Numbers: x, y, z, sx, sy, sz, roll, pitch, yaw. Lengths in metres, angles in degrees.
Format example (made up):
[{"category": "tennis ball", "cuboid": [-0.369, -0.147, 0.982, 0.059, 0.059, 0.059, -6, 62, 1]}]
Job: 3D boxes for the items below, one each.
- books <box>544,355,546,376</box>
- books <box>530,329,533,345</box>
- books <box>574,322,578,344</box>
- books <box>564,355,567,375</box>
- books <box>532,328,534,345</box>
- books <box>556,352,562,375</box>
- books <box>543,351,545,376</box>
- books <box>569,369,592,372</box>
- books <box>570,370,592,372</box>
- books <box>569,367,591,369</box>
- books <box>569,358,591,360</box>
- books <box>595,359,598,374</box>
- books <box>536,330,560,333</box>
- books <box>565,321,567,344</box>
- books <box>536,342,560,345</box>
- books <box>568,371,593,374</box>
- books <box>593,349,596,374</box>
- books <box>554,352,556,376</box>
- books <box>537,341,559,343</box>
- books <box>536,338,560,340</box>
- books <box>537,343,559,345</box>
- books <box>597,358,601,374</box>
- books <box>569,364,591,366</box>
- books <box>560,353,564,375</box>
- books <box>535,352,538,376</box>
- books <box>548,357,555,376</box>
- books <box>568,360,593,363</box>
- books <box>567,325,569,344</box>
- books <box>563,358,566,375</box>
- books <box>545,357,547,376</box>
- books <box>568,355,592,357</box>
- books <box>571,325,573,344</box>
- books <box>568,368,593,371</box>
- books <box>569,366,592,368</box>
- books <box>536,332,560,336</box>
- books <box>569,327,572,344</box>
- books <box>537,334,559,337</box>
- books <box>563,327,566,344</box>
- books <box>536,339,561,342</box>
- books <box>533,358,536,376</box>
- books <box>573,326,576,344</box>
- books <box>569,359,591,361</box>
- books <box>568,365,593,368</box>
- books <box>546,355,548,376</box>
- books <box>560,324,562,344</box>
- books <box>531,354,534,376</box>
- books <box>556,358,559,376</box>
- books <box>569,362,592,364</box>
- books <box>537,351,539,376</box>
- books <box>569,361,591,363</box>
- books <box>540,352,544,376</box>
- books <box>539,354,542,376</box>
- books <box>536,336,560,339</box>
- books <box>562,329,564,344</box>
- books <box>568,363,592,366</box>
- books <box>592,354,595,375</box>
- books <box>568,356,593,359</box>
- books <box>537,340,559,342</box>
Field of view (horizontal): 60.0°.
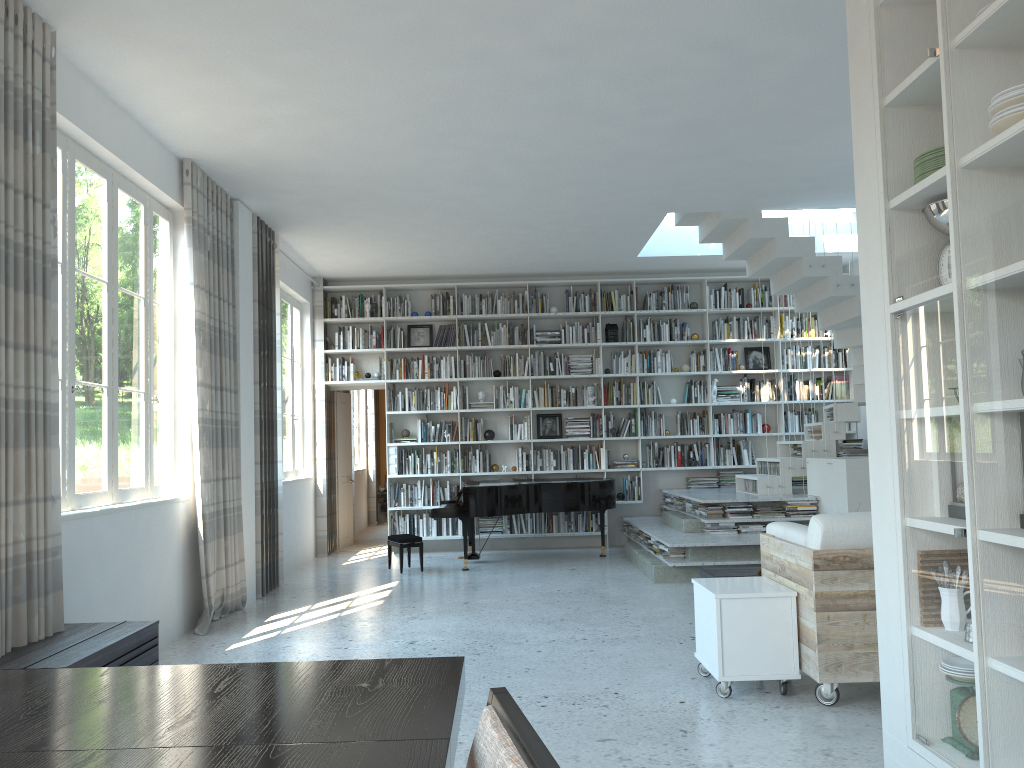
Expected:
[{"category": "books", "cuboid": [0.387, -0.206, 10.519, 0.011, 0.251, 0.153, -2, -4, -1]}, {"category": "books", "cuboid": [0.229, -0.543, 10.525, 0.027, 0.201, 0.167, -2, -4, -1]}, {"category": "books", "cuboid": [0.760, -0.591, 10.561, 0.029, 0.273, 0.140, -2, -4, -1]}, {"category": "books", "cuboid": [0.637, -0.209, 10.516, 0.015, 0.244, 0.183, -2, -4, -1]}, {"category": "books", "cuboid": [0.248, -0.551, 10.539, 0.013, 0.218, 0.141, -2, -4, -1]}, {"category": "books", "cuboid": [0.560, -0.230, 10.523, 0.049, 0.291, 0.162, -2, -4, -1]}, {"category": "books", "cuboid": [0.376, -0.230, 10.518, 0.011, 0.300, 0.179, -2, -4, -1]}, {"category": "books", "cuboid": [0.809, -0.158, 10.527, 0.254, 0.012, 0.161, -1, -4, -2]}, {"category": "books", "cuboid": [0.810, -0.146, 10.528, 0.254, 0.012, 0.161, -2, -4, -1]}, {"category": "books", "cuboid": [0.809, -0.182, 10.526, 0.254, 0.012, 0.161, -2, -4, 1]}, {"category": "books", "cuboid": [0.805, -0.293, 10.532, 0.254, 0.012, 0.161, -2, -4, 1]}, {"category": "books", "cuboid": [0.998, -0.195, 10.528, 0.029, 0.198, 0.172, -2, -4, -1]}, {"category": "books", "cuboid": [0.425, -0.616, 10.552, 0.285, 0.024, 0.159, -2, -4, -1]}, {"category": "books", "cuboid": [0.642, -0.596, 10.524, 0.011, 0.284, 0.190, -2, -4, -1]}, {"category": "books", "cuboid": [0.428, -0.477, 10.536, 0.285, 0.012, 0.159, -2, -4, 2]}, {"category": "books", "cuboid": [0.810, -0.134, 10.526, 0.285, 0.012, 0.159, -2, -4, 0]}, {"category": "books", "cuboid": [0.975, -0.254, 10.534, 0.012, 0.318, 0.140, -2, -3, -1]}, {"category": "books", "cuboid": [0.509, -0.225, 10.526, 0.022, 0.285, 0.131, -2, -3, -1]}, {"category": "books", "cuboid": [0.427, -0.490, 10.533, 0.254, 0.012, 0.161, -2, -4, 4]}, {"category": "books", "cuboid": [0.426, -0.526, 10.542, 0.285, 0.012, 0.159, -1, -4, -3]}, {"category": "books", "cuboid": [0.428, -0.465, 10.534, 0.254, 0.012, 0.161, -2, -4, 3]}, {"category": "books", "cuboid": [1.027, -0.199, 10.534, 0.030, 0.205, 0.158, -2, -4, -1]}, {"category": "books", "cuboid": [0.807, -0.218, 10.530, 0.254, 0.012, 0.161, -2, -4, 0]}, {"category": "books", "cuboid": [0.595, -0.221, 10.509, 0.021, 0.269, 0.191, -2, -4, -1]}, {"category": "books", "cuboid": [0.290, -0.226, 10.514, 0.026, 0.297, 0.179, -2, -4, -1]}, {"category": "books", "cuboid": [0.466, -0.201, 10.511, 0.066, 0.236, 0.154, -2, -4, -1]}, {"category": "books", "cuboid": [0.806, -0.267, 10.533, 0.285, 0.012, 0.159, -1, -4, -2]}, {"category": "books", "cuboid": [0.658, -0.572, 10.539, 0.021, 0.237, 0.171, -2, -4, -1]}, {"category": "books", "cuboid": [0.618, -0.194, 10.523, 0.024, 0.216, 0.132, -2, -4, -1]}, {"category": "books", "cuboid": [0.400, -0.197, 10.519, 0.014, 0.233, 0.147, -2, -4, -1]}, {"category": "books", "cuboid": [0.804, -0.329, 10.535, 0.285, 0.012, 0.159, -2, -4, 1]}, {"category": "books", "cuboid": [0.712, -0.576, 10.549, 0.012, 0.244, 0.131, -2, -4, -1]}, {"category": "books", "cuboid": [0.809, -0.171, 10.523, 0.285, 0.012, 0.159, -1, -4, -4]}, {"category": "books", "cuboid": [0.808, -0.195, 10.527, 0.254, 0.012, 0.161, -1, -4, -3]}, {"category": "books", "cuboid": [0.426, -0.592, 10.546, 0.285, 0.024, 0.159, -2, -4, 1]}, {"category": "books", "cuboid": [0.693, -0.563, 10.536, 0.027, 0.216, 0.190, -2, -4, -1]}, {"category": "books", "cuboid": [0.427, -0.568, 10.540, 0.254, 0.025, 0.161, -1, -4, -5]}, {"category": "books", "cuboid": [0.624, -0.562, 10.563, 0.024, 0.223, 0.128, -2, -4, -1]}, {"category": "books", "cuboid": [0.427, -0.514, 10.539, 0.285, 0.012, 0.159, -1, -4, -4]}, {"category": "books", "cuboid": [0.264, -0.190, 10.529, 0.027, 0.228, 0.147, -2, -4, -1]}, {"category": "books", "cuboid": [0.732, -0.565, 10.539, 0.028, 0.219, 0.183, -2, -4, -1]}, {"category": "books", "cuboid": [0.806, -0.279, 10.525, 0.254, 0.012, 0.161, -2, -4, 4]}, {"category": "books", "cuboid": [0.808, -0.206, 10.530, 0.285, 0.012, 0.159, -2, -4, 0]}, {"category": "books", "cuboid": [0.413, -0.206, 10.516, 0.014, 0.250, 0.173, -2, -4, -1]}, {"category": "books", "cuboid": [0.581, -0.578, 10.538, 0.012, 0.254, 0.161, -2, -4, -1]}, {"category": "books", "cuboid": [0.237, -0.210, 10.514, 0.026, 0.267, 0.171, -2, -4, -1]}, {"category": "books", "cuboid": [0.533, -0.192, 10.518, 0.024, 0.216, 0.148, -2, -4, -1]}, {"category": "books", "cuboid": [0.807, -0.243, 10.527, 0.254, 0.012, 0.161, -1, -4, -4]}, {"category": "books", "cuboid": [0.309, -0.233, 10.534, 0.014, 0.312, 0.133, -2, -3, -1]}, {"category": "books", "cuboid": [0.806, -0.255, 10.530, 0.254, 0.012, 0.161, -2, -4, 1]}, {"category": "books", "cuboid": [0.356, -0.226, 10.525, 0.029, 0.295, 0.151, -2, -4, -1]}, {"category": "books", "cuboid": [0.330, -0.212, 10.506, 0.025, 0.265, 0.185, -2, -4, -1]}, {"category": "books", "cuboid": [0.427, -0.544, 10.536, 0.285, 0.024, 0.159, -2, -4, 4]}, {"category": "books", "cuboid": [0.601, -0.546, 10.532, 0.025, 0.187, 0.193, -2, -4, -1]}, {"category": "books", "cuboid": [0.807, -0.231, 10.526, 0.285, 0.012, 0.159, -2, -4, 2]}, {"category": "books", "cuboid": [0.964, -0.223, 10.516, 0.012, 0.254, 0.161, -2, -4, -1]}, {"category": "books", "cuboid": [0.805, -0.318, 10.527, 0.285, 0.012, 0.159, -1, -4, -6]}, {"category": "books", "cuboid": [0.427, -0.502, 10.538, 0.254, 0.012, 0.161, -1, -4, -4]}]
